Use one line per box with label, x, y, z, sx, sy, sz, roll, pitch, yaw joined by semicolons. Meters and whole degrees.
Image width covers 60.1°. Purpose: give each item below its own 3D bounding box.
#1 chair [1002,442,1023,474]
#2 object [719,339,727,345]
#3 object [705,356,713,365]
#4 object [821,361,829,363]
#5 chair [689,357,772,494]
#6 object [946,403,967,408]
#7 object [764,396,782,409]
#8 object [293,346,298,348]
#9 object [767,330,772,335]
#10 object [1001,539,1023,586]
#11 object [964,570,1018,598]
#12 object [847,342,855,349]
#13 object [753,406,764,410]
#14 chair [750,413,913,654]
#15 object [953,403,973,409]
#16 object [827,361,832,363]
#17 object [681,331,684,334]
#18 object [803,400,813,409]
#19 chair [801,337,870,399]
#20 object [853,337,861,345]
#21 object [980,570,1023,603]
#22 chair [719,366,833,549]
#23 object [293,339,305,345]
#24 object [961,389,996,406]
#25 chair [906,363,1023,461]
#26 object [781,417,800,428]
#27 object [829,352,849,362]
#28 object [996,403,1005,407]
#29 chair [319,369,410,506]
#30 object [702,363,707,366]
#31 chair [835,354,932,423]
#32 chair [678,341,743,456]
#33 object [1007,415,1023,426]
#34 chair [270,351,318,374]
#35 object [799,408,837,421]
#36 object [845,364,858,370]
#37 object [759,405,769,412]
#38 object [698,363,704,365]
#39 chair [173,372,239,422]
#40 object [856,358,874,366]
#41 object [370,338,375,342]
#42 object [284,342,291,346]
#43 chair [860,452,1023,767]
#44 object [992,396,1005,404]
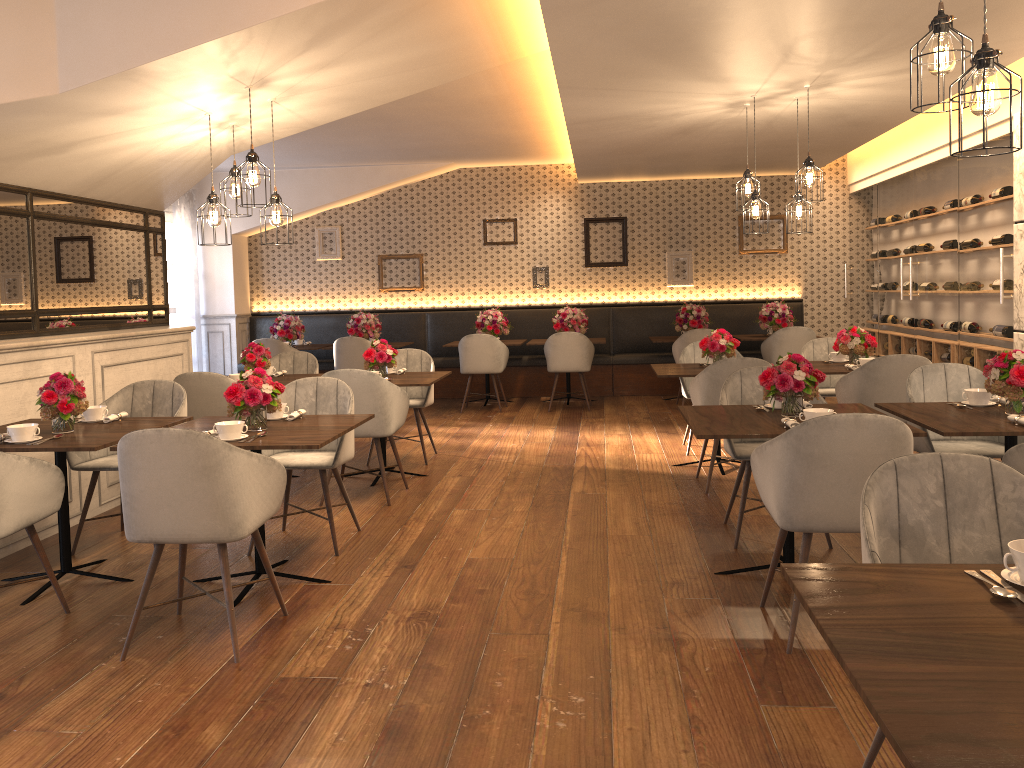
chair;2.172;0.490;3.234;0.565;0.870;0.528;-1;4;6
object;1.511;-0.302;6.402;0.045;0.052;0.077;-4;6;-32
object;1.548;-0.187;6.758;0.148;0.072;0.149;-3;6;-17
object;2.356;-0.169;6.658;0.043;0.015;0.198;-1;6;10
chair;1.466;0.239;5.793;0.565;0.870;0.528;-1;4;6
object;2.108;0.097;4.194;0.043;0.015;0.198;-1;6;10
object;1.300;0.080;4.294;0.148;0.072;0.149;-3;6;-17
object;-2.575;-0.432;10.435;0.043;0.015;0.198;-1;6;10
object;3.089;-0.618;10.449;0.148;0.072;0.148;-6;7;-41
object;1.043;0.357;1.736;0.148;0.072;0.148;-6;7;-41
object;0.929;0.390;1.730;0.043;0.015;0.198;-1;6;2
object;2.407;-0.277;6.293;0.049;0.052;0.078;0;5;16
object;1.187;0.113;4.288;0.043;0.015;0.198;-1;6;2
chair;1.218;0.506;3.331;0.565;0.870;0.528;-1;4;6
object;2.135;0.103;4.184;0.022;0.004;0.211;-1;6;6
object;2.383;-0.163;6.648;0.022;0.004;0.211;-1;6;6
object;2.093;-0.602;10.551;0.148;0.072;0.148;-6;7;-36
object;1.414;0.095;4.284;0.056;0.039;0.176;-1;6;6
chair;2.568;0.080;7.015;0.565;0.870;0.528;-1;4;6
object;2.428;-0.306;6.277;0.048;0.052;0.076;-3;5;-15
object;0.964;0.396;1.720;0.022;0.004;0.211;-1;6;6
chair;1.366;0.363;4.649;0.565;0.870;0.528;-1;4;6
object;-2.658;-0.521;11.034;0.148;0.072;0.148;-6;7;-36
object;2.214;0.065;4.201;0.148;0.072;0.149;-3;6;-17
chair;2.320;0.347;4.552;0.565;0.870;0.528;-1;4;6
object;1.162;0.164;3.698;0.056;0.039;0.176;-1;6;6
object;2.462;-0.202;6.665;0.148;0.072;0.149;-3;6;-17
object;2.293;0.088;4.185;0.025;0.024;0.193;-1;6;6
chair;-0.975;0.313;5.739;0.565;0.870;0.528;-1;4;6
object;1.469;-0.148;6.741;0.022;0.004;0.211;-1;6;6
chair;2.420;0.223;5.696;0.565;0.870;0.528;-1;4;6
chair;1.613;0.096;7.112;0.565;0.870;0.528;-1;4;6
object;2.076;0.148;3.605;0.056;0.039;0.176;-1;6;6
chair;-1.827;0.186;7.160;0.565;0.870;0.528;-1;4;6
object;1.275;0.145;3.685;0.148;0.072;0.149;-3;6;-17
object;2.324;-0.118;6.068;0.056;0.039;0.176;-1;6;6
object;1.221;0.119;4.277;0.022;0.004;0.211;-1;6;6
object;1.434;-0.154;6.751;0.043;0.015;0.198;-1;6;2
chair;-1.929;0.329;5.837;0.565;0.870;0.528;-1;4;6
object;2.437;-0.137;6.056;0.148;0.072;0.149;-3;6;-17
object;-1.736;-0.537;10.940;0.148;0.072;0.148;-6;7;-36
object;-2.683;-0.457;10.425;0.148;0.072;0.148;-6;7;-36
chair;1.108;0.640;2.087;0.565;0.870;0.528;-1;4;6
object;2.328;0.080;4.191;0.056;0.039;0.176;-1;6;6
